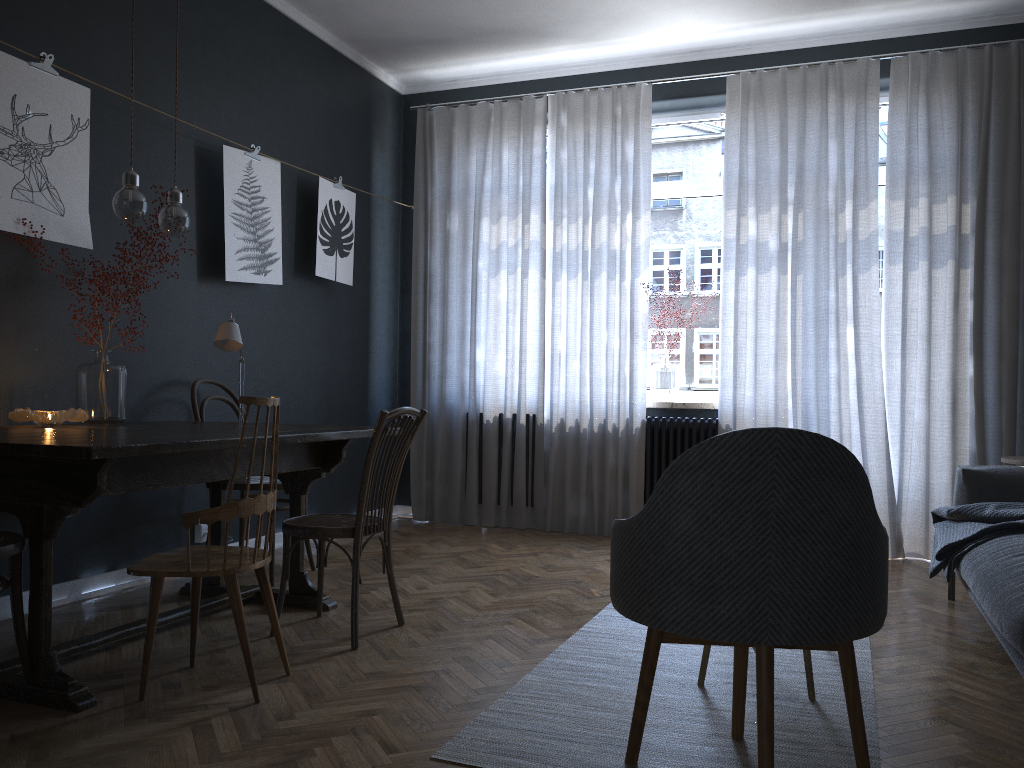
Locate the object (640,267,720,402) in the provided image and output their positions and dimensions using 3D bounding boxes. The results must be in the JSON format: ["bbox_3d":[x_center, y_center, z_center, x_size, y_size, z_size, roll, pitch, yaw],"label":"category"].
[{"bbox_3d":[0.981,-0.295,5.508,0.514,0.809,0.599,1,0,-5],"label":"object"}]

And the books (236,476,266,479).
[{"bbox_3d":[-1.189,0.422,4.128,0.218,0.013,0.305,1,-1,33],"label":"books"}]

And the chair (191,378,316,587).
[{"bbox_3d":[-1.217,0.436,4.166,0.549,0.920,0.438,1,0,18],"label":"chair"}]

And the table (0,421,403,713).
[{"bbox_3d":[-1.259,0.521,3.082,1.126,0.727,1.604,1,-1,21],"label":"table"}]

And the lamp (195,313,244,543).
[{"bbox_3d":[-1.276,0.235,4.034,0.242,1.069,0.800,1,0,-25],"label":"lamp"}]

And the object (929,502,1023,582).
[{"bbox_3d":[1.862,0.564,3.374,0.490,0.329,0.666,1,-1,26],"label":"object"}]

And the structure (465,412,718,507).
[{"bbox_3d":[0.542,0.498,5.644,1.846,0.600,0.216,1,0,21],"label":"structure"}]

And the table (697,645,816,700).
[{"bbox_3d":[0.838,0.644,2.921,0.339,0.550,0.787,1,0,21],"label":"table"}]

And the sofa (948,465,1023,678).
[{"bbox_3d":[1.944,0.534,2.726,0.970,0.798,2.340,1,-1,20],"label":"sofa"}]

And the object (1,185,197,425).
[{"bbox_3d":[-1.589,-0.308,3.447,0.639,0.931,0.556,1,0,-9],"label":"object"}]

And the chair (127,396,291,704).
[{"bbox_3d":[-0.869,0.461,2.599,0.384,0.856,0.456,1,0,6],"label":"chair"}]

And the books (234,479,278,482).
[{"bbox_3d":[-1.191,0.438,4.129,0.218,0.007,0.305,1,-1,33],"label":"books"}]

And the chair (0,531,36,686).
[{"bbox_3d":[-1.556,0.409,2.295,0.438,0.920,0.549,1,0,23],"label":"chair"}]

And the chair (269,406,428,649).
[{"bbox_3d":[-0.587,0.486,3.190,0.467,0.820,0.363,1,0,20],"label":"chair"}]

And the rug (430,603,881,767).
[{"bbox_3d":[0.625,0.913,2.857,1.003,0.013,2.011,1,-1,21],"label":"rug"}]

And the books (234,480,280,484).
[{"bbox_3d":[-1.190,0.445,4.130,0.218,0.008,0.304,1,-1,28],"label":"books"}]

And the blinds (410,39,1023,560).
[{"bbox_3d":[1.184,-0.450,5.336,3.992,2.789,0.312,1,0,21],"label":"blinds"}]

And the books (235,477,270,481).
[{"bbox_3d":[-1.190,0.430,4.130,0.218,0.008,0.304,1,-1,33],"label":"books"}]

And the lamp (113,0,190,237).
[{"bbox_3d":[-0.744,-1.327,2.693,0.583,1.574,1.590,1,0,-38],"label":"lamp"}]

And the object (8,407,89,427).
[{"bbox_3d":[-1.639,0.116,3.139,0.252,0.072,0.254,1,-1,27],"label":"object"}]

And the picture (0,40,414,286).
[{"bbox_3d":[-1.472,-0.894,4.083,0.058,0.771,4.457,1,-1,21],"label":"picture"}]

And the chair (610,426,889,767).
[{"bbox_3d":[0.563,0.495,2.030,0.645,0.811,0.495,1,0,-1],"label":"chair"}]
